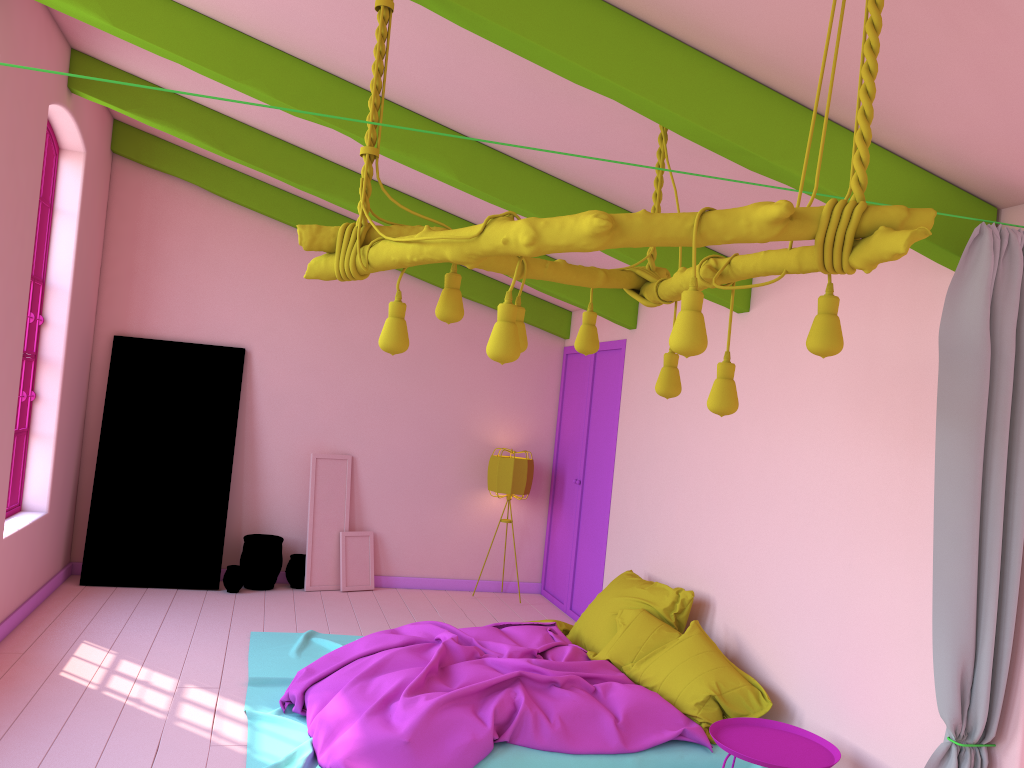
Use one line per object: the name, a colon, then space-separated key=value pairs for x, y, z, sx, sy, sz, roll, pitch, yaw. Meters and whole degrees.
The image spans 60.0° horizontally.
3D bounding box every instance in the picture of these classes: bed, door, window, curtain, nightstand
bed: x=-0.197 y=1.776 z=5.387 sx=2.803 sy=0.514 sz=3.576 roll=6 pitch=-2 yaw=-15
door: x=0.647 y=0.903 z=8.409 sx=0.108 sy=2.590 sz=1.677 roll=6 pitch=-1 yaw=-15
window: x=-3.563 y=-0.503 z=6.411 sx=0.072 sy=3.046 sz=1.275 roll=6 pitch=-1 yaw=-15
curtain: x=1.782 y=0.776 z=3.604 sx=0.519 sy=2.785 sz=0.525 roll=6 pitch=-1 yaw=-34
door: x=-3.128 y=0.705 z=8.024 sx=1.153 sy=2.210 sz=0.450 roll=6 pitch=-1 yaw=-15
nightstand: x=1.210 y=1.904 z=4.171 sx=0.596 sy=0.458 sz=0.596 roll=5 pitch=-1 yaw=22

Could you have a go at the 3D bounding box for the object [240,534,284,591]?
object: x=-2.328 y=1.654 z=8.236 sx=0.385 sy=0.471 sz=0.386 roll=5 pitch=-1 yaw=27

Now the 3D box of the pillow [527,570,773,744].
pillow: x=0.798 y=1.723 z=5.921 sx=0.849 sy=0.822 sz=2.616 roll=6 pitch=-2 yaw=-25

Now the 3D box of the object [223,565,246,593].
object: x=-2.495 y=1.755 z=7.965 sx=0.199 sy=0.234 sz=0.199 roll=5 pitch=-1 yaw=42

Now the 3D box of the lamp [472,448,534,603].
lamp: x=-0.040 y=1.378 z=8.789 sx=0.491 sy=1.466 sz=0.477 roll=5 pitch=-1 yaw=15

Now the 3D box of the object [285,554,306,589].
object: x=-2.017 y=1.777 z=8.399 sx=0.260 sy=0.306 sz=0.260 roll=5 pitch=-1 yaw=17

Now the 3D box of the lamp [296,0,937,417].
lamp: x=0.431 y=-1.057 z=2.798 sx=1.611 sy=2.264 sz=1.775 roll=6 pitch=-1 yaw=-33
